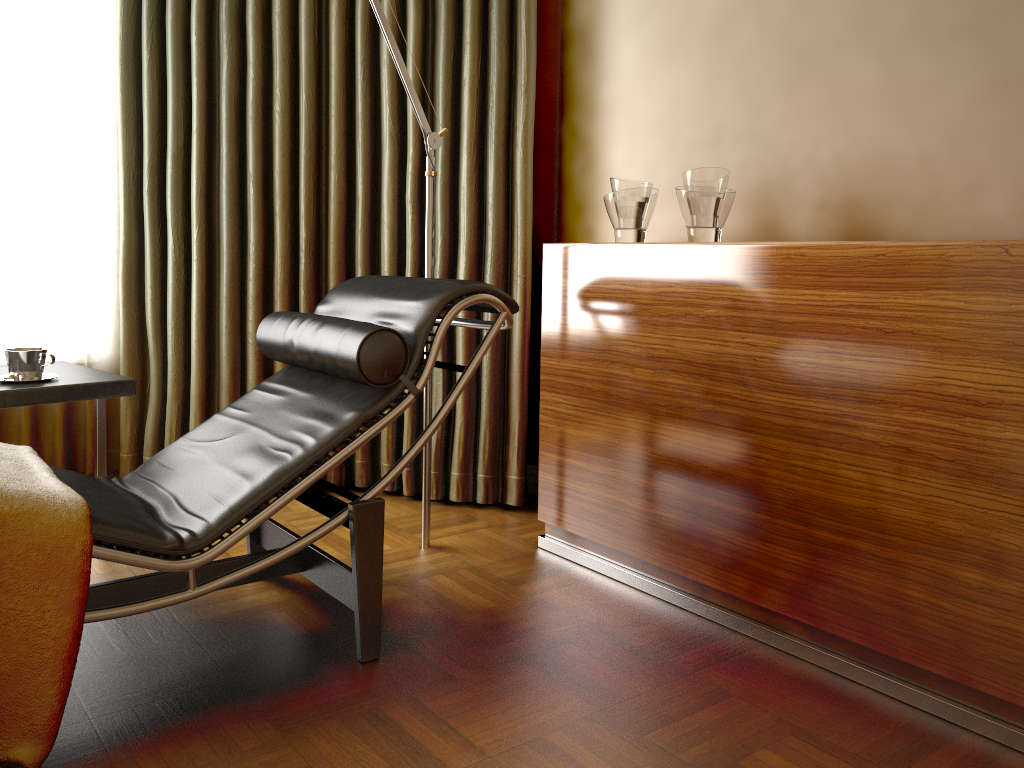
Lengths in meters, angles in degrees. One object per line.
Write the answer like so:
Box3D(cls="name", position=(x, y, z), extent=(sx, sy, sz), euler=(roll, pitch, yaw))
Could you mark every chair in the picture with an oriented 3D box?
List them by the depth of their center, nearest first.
Box3D(cls="chair", position=(-0.844, 0.179, 1.811), extent=(1.792, 0.793, 0.639), euler=(-5, 7, -37))

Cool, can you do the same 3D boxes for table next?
Box3D(cls="table", position=(-1.347, 0.002, 2.324), extent=(0.520, 0.045, 0.501), euler=(9, 11, 43))

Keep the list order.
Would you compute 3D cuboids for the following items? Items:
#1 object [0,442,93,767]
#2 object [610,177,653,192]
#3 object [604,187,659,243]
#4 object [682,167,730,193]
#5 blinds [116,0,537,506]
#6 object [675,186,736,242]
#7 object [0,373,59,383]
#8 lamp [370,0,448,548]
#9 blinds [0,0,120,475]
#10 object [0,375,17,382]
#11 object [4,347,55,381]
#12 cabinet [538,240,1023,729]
Box3D(cls="object", position=(-1.276, 0.364, 1.510), extent=(0.910, 0.517, 0.923), euler=(-4, 9, -37))
Box3D(cls="object", position=(0.336, -0.512, 2.496), extent=(0.123, 0.149, 0.123), euler=(4, 6, 34))
Box3D(cls="object", position=(0.336, -0.474, 2.498), extent=(0.156, 0.153, 0.156), euler=(2, 6, 9))
Box3D(cls="object", position=(0.499, -0.479, 2.284), extent=(0.123, 0.149, 0.123), euler=(4, 6, 32))
Box3D(cls="blinds", position=(-0.681, -0.845, 3.101), extent=(1.533, 2.440, 0.225), euler=(2, 3, 7))
Box3D(cls="object", position=(0.499, -0.441, 2.286), extent=(0.156, 0.153, 0.156), euler=(6, 8, 43))
Box3D(cls="object", position=(-1.244, -0.014, 2.262), extent=(0.150, 0.009, 0.151), euler=(-4, 9, -32))
Box3D(cls="lamp", position=(-0.660, -0.389, 2.018), extent=(1.416, 1.956, 0.453), euler=(-2, 4, -34))
Box3D(cls="blinds", position=(-2.289, -0.738, 2.591), extent=(2.200, 2.278, 0.093), euler=(-3, 5, -37))
Box3D(cls="object", position=(-1.270, -0.008, 2.164), extent=(0.029, 0.019, 0.124), euler=(3, 8, 21))
Box3D(cls="object", position=(-1.238, -0.050, 2.264), extent=(0.111, 0.078, 0.098), euler=(-4, 8, -36))
Box3D(cls="cabinet", position=(0.755, 0.108, 2.039), extent=(0.416, 0.857, 1.684), euler=(-2, 7, -37))
